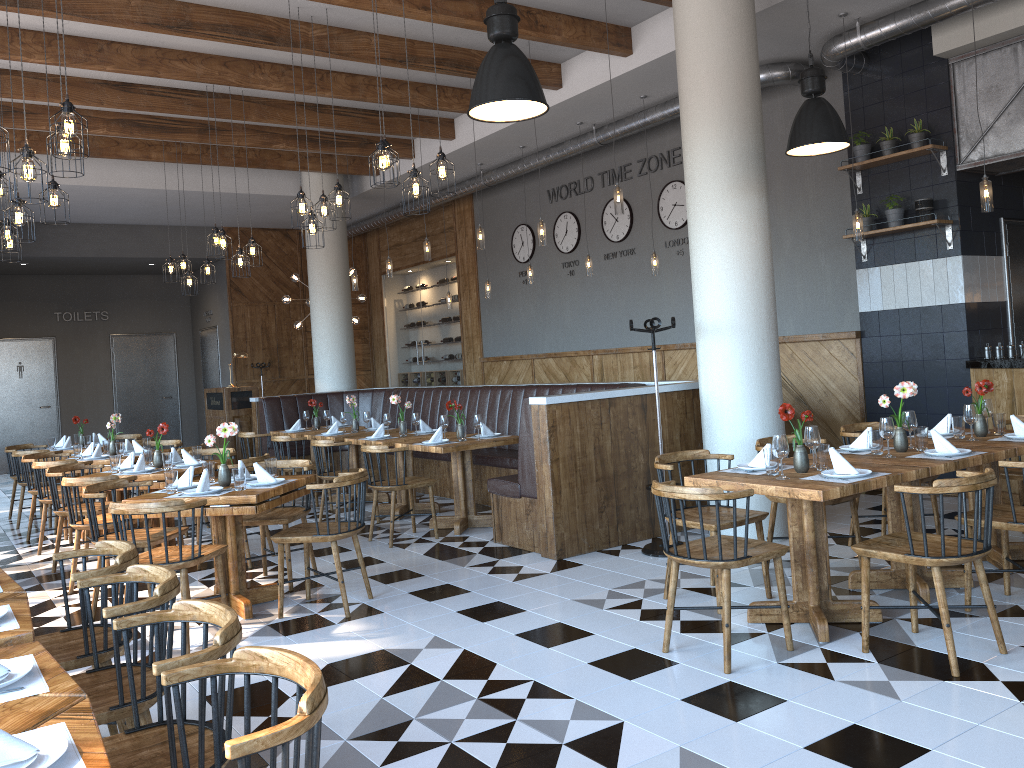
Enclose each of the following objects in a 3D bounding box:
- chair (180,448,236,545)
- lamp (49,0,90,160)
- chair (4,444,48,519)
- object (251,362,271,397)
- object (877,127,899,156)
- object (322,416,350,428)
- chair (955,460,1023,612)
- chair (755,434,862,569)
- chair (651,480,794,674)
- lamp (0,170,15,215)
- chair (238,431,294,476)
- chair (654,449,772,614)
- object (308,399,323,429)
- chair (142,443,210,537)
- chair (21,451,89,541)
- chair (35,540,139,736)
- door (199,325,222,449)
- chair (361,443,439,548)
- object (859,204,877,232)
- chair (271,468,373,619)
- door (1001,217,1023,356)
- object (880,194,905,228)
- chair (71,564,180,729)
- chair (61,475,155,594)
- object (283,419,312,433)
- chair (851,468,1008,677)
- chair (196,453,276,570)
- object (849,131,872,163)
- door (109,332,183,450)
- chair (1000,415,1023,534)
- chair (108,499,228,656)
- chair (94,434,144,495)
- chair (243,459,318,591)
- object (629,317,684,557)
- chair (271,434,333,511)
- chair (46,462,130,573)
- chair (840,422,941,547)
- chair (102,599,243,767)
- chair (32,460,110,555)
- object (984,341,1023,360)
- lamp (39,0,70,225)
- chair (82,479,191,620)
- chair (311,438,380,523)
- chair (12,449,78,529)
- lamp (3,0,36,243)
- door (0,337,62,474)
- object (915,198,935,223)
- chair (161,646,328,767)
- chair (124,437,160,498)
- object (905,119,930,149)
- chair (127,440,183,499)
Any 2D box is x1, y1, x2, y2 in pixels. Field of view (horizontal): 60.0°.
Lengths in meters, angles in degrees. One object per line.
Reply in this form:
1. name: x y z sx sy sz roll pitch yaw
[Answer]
1. chair: -2.652 0.990 7.633 0.519 0.817 0.550 -4 0 11
2. lamp: -2.460 -2.266 4.814 0.175 2.072 0.175 -5 -1 42
3. chair: -5.506 1.106 10.223 0.549 0.817 0.519 -4 0 11
4. object: -4.324 0.454 15.433 0.375 1.659 0.374 -4 -1 -12
5. object: 3.327 -2.136 7.837 0.173 0.268 0.189 -4 0 -16
6. object: -2.079 0.442 10.563 0.272 0.137 0.351 -5 2 -34
7. chair: 2.587 0.732 4.442 0.520 0.817 0.549 -4 0 -34
8. chair: 1.842 0.750 5.541 0.520 0.817 0.549 -4 0 -34
9. chair: 0.968 0.849 4.158 0.550 0.817 0.519 -4 0 -34
10. lamp: -3.636 -2.227 6.187 0.175 2.072 0.175 -4 -1 -15
11. chair: -2.794 0.929 10.065 0.550 0.817 0.519 -4 0 -34
12. chair: 1.126 0.812 5.053 0.520 0.817 0.549 -4 0 -34
13. object: -2.314 0.352 10.432 0.156 0.355 0.171 -4 0 -41
14. chair: -3.183 1.003 8.417 0.549 0.817 0.519 -4 0 11
15. chair: -4.446 1.081 8.659 0.549 0.817 0.519 -4 0 11
16. chair: -1.673 1.051 3.312 0.550 0.817 0.519 -4 0 -34
17. door: -5.616 0.138 16.558 0.114 2.395 1.205 -3 -1 -34
18. chair: -0.942 0.884 7.331 0.550 0.817 0.519 -4 0 -34
19. object: 3.214 -1.504 8.056 0.173 0.268 0.189 -4 0 -16
20. chair: -1.133 0.954 5.391 0.549 0.817 0.519 -4 0 11
21. door: 4.926 -0.325 8.163 1.208 2.395 0.114 -4 -1 -34
22. object: 3.370 -1.525 7.826 0.172 0.301 0.234 -4 0 -45
23. chair: -1.320 1.042 2.791 0.550 0.817 0.519 -4 0 -34
24. chair: -2.894 1.043 6.367 0.519 0.817 0.550 -4 0 11
25. object: -2.517 0.480 10.275 0.272 0.137 0.351 -5 2 -34
26. chair: 1.870 0.794 3.954 0.520 0.817 0.549 -4 0 -34
27. chair: -2.141 0.978 6.880 0.549 0.817 0.519 -4 0 11
28. object: 3.174 -2.149 8.061 0.172 0.301 0.234 -4 0 -45
29. door: -7.013 0.217 17.037 1.208 2.395 0.114 -4 -1 -34
30. chair: 3.452 0.633 5.835 0.550 0.817 0.519 -4 0 -34
31. chair: -1.886 1.019 4.879 0.519 0.817 0.550 -4 0 11
32. chair: -4.773 1.042 10.748 0.519 0.817 0.550 -4 0 11
33. chair: -1.643 0.966 6.145 0.519 0.817 0.550 -4 0 11
34. object: 1.051 0.359 6.291 0.374 1.659 0.375 -4 -1 33
35. chair: -2.177 0.914 9.153 0.550 0.817 0.519 -4 0 -34
36. chair: -3.404 1.056 7.121 0.549 0.817 0.519 -4 0 11
37. chair: 2.559 0.688 6.029 0.520 0.817 0.549 -4 0 -34
38. chair: -0.955 1.033 2.254 0.550 0.817 0.519 -4 0 -34
39. chair: -3.936 1.069 7.905 0.519 0.817 0.550 -4 0 11
40. object: 4.198 -0.318 7.225 0.422 0.203 0.597 -5 2 -34
41. lamp: -3.252 -2.153 6.192 0.175 2.072 0.175 -5 -1 42
42. chair: -2.396 1.032 5.633 0.549 0.817 0.519 -4 0 11
43. chair: -1.559 0.899 8.242 0.550 0.817 0.519 -4 0 -34
44. chair: -4.995 1.094 9.469 0.519 0.817 0.550 -4 0 11
45. lamp: -3.424 -2.007 6.062 0.175 2.072 0.175 -4 -1 -15
46. door: -8.758 0.369 15.849 1.208 2.395 0.114 -4 -1 -34
47. object: 3.537 -1.478 7.594 0.143 0.201 0.142 -4 0 -44
48. chair: -0.632 1.026 1.777 0.550 0.817 0.519 -4 0 -34
49. chair: -4.243 1.029 9.981 0.549 0.817 0.519 -4 0 11
50. object: 3.479 -2.140 7.612 0.173 0.268 0.189 -4 0 -16
51. chair: -3.694 1.015 9.171 0.519 0.817 0.550 -4 0 11
